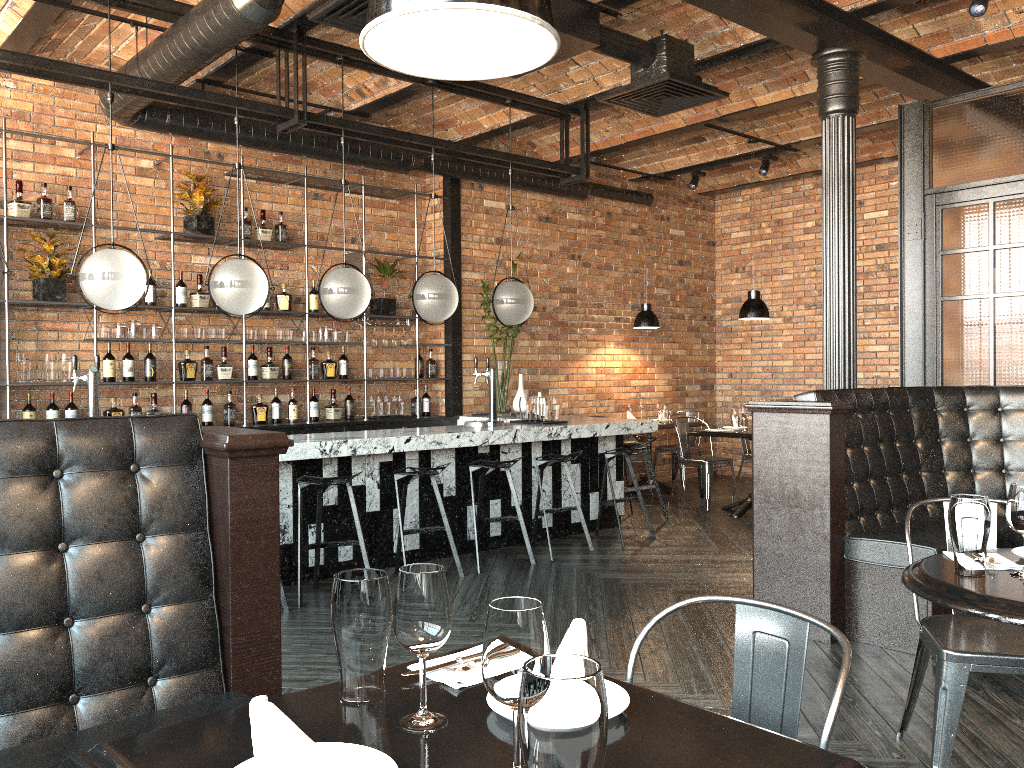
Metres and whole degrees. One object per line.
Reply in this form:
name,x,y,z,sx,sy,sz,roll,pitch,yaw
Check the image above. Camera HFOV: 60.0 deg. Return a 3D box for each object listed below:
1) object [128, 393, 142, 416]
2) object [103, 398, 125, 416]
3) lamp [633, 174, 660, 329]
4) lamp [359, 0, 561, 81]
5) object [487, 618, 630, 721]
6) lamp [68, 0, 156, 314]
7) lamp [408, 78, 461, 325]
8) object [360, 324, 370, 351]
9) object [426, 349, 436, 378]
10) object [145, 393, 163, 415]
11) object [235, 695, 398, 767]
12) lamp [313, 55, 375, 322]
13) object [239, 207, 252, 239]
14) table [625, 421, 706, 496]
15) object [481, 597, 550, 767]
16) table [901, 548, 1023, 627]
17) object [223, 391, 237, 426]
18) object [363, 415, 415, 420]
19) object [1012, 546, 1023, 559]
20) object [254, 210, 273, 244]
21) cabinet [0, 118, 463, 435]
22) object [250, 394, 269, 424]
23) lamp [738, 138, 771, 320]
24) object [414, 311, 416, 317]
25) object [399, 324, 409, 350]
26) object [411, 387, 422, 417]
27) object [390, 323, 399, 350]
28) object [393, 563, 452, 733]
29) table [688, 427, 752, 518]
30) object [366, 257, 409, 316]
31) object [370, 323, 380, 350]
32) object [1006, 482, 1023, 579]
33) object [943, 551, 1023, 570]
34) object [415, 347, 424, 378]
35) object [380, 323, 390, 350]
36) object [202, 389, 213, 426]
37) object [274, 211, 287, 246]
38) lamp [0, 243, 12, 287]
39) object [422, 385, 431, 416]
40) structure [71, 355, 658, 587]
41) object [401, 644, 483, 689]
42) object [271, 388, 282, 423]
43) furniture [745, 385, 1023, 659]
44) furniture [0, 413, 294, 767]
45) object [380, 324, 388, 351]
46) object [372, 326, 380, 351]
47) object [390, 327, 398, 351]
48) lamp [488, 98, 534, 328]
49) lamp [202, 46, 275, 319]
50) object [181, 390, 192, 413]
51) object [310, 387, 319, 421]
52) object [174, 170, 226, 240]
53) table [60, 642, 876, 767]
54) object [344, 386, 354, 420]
object,-2.864,0.207,6.739,0.083,0.282,0.083,-1,1,-41
object,-2.980,0.228,6.637,0.094,0.248,0.151,0,1,38
lamp,1.450,-1.433,9.600,0.291,1.653,0.291,0,1,24
lamp,-0.083,-1.315,1.284,0.291,1.653,0.291,0,1,4
object,0.075,0.466,1.446,0.232,0.139,0.232,-1,1,-44
lamp,-2.221,-1.265,4.916,0.340,1.754,0.340,0,1,5
lamp,-0.561,-1.298,6.357,0.340,1.754,0.340,0,1,5
object,-1.350,-0.430,8.148,0.092,0.244,0.092,-1,1,-2
object,-0.781,-0.198,8.545,0.083,0.282,0.083,-1,1,-31
object,-2.750,0.208,6.819,0.123,0.279,0.123,-1,1,-27
object,-0.265,0.473,1.159,0.232,0.139,0.232,0,1,43
lamp,-1.114,-1.287,5.876,0.340,1.754,0.340,0,1,5
object,-2.196,-1.314,7.311,0.083,0.282,0.083,-1,1,-41
table,1.487,0.793,9.616,0.872,0.758,0.872,-1,1,-41
object,0.006,0.412,1.174,0.092,0.244,0.092,0,1,10
table,1.497,0.885,2.328,0.866,0.758,0.866,0,1,13
object,-2.300,0.196,7.228,0.083,0.282,0.083,0,1,34
object,-1.132,0.306,8.170,0.437,0.019,0.273,-1,1,-41
object,1.552,0.439,2.518,0.232,0.139,0.232,0,1,19
object,-2.080,-1.314,7.414,0.123,0.279,0.123,-1,1,-37
cabinet,-3.208,-0.571,6.384,7.075,3.779,0.564,-1,1,-41
object,-2.103,0.210,7.398,0.151,0.248,0.094,-1,1,-32
lamp,2.223,-1.422,8.156,0.291,1.653,0.291,0,1,4
object,-0.888,-0.767,8.450,0.083,0.282,0.083,-1,1,-26
object,-1.006,-0.434,8.228,0.092,0.244,0.092,-1,1,-2
object,-0.911,0.168,8.434,0.083,0.282,0.083,0,1,34
object,-1.084,-0.433,8.160,0.092,0.244,0.092,-1,1,-2
object,-0.140,0.411,1.393,0.092,0.244,0.092,0,1,10
table,2.239,0.805,8.147,0.872,0.758,0.872,-1,1,-41
object,-1.150,-0.898,8.175,0.398,0.560,0.374,0,1,21
object,-1.242,-0.430,8.023,0.092,0.244,0.092,-1,1,-2
object,1.355,0.385,2.338,0.092,0.244,0.092,-1,1,-42
object,1.333,0.497,2.500,0.157,0.019,0.255,0,1,10
object,-0.886,-0.205,8.458,0.086,0.299,0.086,0,1,8
object,-1.159,-0.431,8.095,0.092,0.244,0.092,-1,1,-2
object,-2.443,0.191,7.113,0.086,0.298,0.086,0,1,8
object,-1.960,-1.318,7.516,0.083,0.282,0.083,0,1,34
lamp,-2.774,-1.254,4.435,0.340,1.754,0.340,0,1,5
object,-0.825,0.159,8.526,0.086,0.298,0.086,0,1,8
structure,-1.421,0.524,6.433,5.346,1.430,1.930,-1,1,-41
object,-0.085,0.520,1.648,0.255,0.019,0.157,-1,1,-40
object,-1.996,0.183,7.510,0.086,0.298,0.086,0,1,8
furniture,3.725,0.628,3.122,1.979,1.212,5.451,-1,1,-41
furniture,0.148,0.699,0.022,1.979,1.212,5.451,-1,1,-41
object,-1.192,-0.433,8.285,0.092,0.244,0.092,-1,1,-2
object,-1.267,-0.432,8.220,0.092,0.244,0.092,-1,1,-2
object,-1.114,-0.435,8.352,0.092,0.244,0.092,-1,1,-2
lamp,-0.007,-1.309,6.837,0.340,1.754,0.340,0,1,5
lamp,-1.667,-1.276,5.396,0.340,1.754,0.340,0,1,5
object,-2.559,0.194,6.970,0.086,0.297,0.086,-1,1,-7
object,-1.728,0.176,7.734,0.086,0.298,0.086,0,1,8
object,-2.516,-1.429,7.081,0.425,0.526,0.430,-1,1,-39
table,-0.064,0.912,1.298,0.872,0.758,0.872,-1,1,-41
object,-1.460,0.170,7.961,0.086,0.299,0.086,0,1,8
